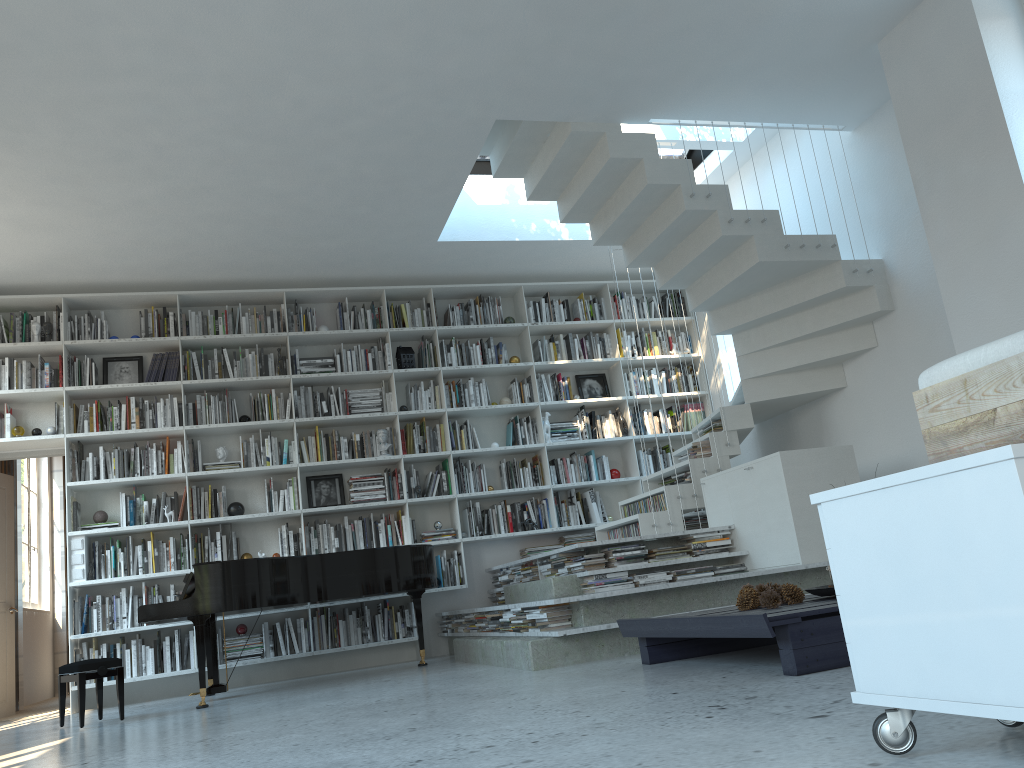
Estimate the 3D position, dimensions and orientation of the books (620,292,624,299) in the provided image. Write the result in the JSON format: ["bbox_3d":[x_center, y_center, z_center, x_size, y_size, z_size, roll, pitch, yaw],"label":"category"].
[{"bbox_3d":[1.055,-0.706,8.501,0.012,0.325,0.151,-4,-14,-18],"label":"books"}]

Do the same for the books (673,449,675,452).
[{"bbox_3d":[1.485,0.736,8.232,0.013,0.239,0.166,-4,-14,-18],"label":"books"}]

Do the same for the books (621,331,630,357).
[{"bbox_3d":[1.036,-0.343,8.284,0.026,0.262,0.189,-4,-14,-18],"label":"books"}]

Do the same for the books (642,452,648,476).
[{"bbox_3d":[1.189,0.754,8.131,0.037,0.235,0.153,-4,-14,-18],"label":"books"}]

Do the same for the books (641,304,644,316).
[{"bbox_3d":[1.231,-0.666,8.551,0.014,0.225,0.133,-4,-14,-18],"label":"books"}]

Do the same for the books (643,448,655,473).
[{"bbox_3d":[1.260,0.738,8.172,0.024,0.266,0.133,-4,-14,-18],"label":"books"}]

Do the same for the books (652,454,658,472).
[{"bbox_3d":[1.289,0.763,8.167,0.025,0.207,0.149,-4,-14,-18],"label":"books"}]

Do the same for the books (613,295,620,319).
[{"bbox_3d":[0.984,-0.686,8.459,0.013,0.285,0.151,-4,-14,-18],"label":"books"}]

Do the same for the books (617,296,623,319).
[{"bbox_3d":[1.000,-0.682,8.448,0.012,0.268,0.185,-4,-14,-18],"label":"books"}]

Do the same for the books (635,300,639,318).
[{"bbox_3d":[1.174,-0.673,8.515,0.011,0.236,0.148,-4,-14,-18],"label":"books"}]

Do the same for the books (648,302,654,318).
[{"bbox_3d":[1.328,-0.669,8.564,0.057,0.211,0.163,-4,-14,-18],"label":"books"}]

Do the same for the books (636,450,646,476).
[{"bbox_3d":[1.161,0.746,8.116,0.024,0.251,0.176,-4,-14,-18],"label":"books"}]

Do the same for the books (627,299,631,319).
[{"bbox_3d":[1.085,-0.678,8.494,0.014,0.259,0.168,-4,-14,-18],"label":"books"}]

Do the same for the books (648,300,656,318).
[{"bbox_3d":[1.355,-0.679,8.589,0.010,0.235,0.132,-4,-14,-18],"label":"books"}]

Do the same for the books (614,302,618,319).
[{"bbox_3d":[0.965,-0.651,8.459,0.025,0.222,0.137,-4,-14,-18],"label":"books"}]

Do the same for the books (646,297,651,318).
[{"bbox_3d":[1.290,-0.691,8.562,0.015,0.262,0.143,-4,-14,-18],"label":"books"}]

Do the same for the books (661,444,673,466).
[{"bbox_3d":[1.440,0.715,8.217,0.011,0.284,0.161,-4,-14,-18],"label":"books"}]

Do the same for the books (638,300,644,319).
[{"bbox_3d":[1.216,-0.675,8.530,0.025,0.236,0.144,-4,-14,-18],"label":"books"}]

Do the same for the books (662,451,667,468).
[{"bbox_3d":[1.385,0.746,8.196,0.014,0.230,0.172,-4,-14,-18],"label":"books"}]

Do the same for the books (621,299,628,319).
[{"bbox_3d":[1.049,-0.670,8.471,0.023,0.243,0.183,-4,-14,-18],"label":"books"}]

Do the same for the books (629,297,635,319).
[{"bbox_3d":[1.129,-0.680,8.505,0.022,0.258,0.163,-4,-14,-18],"label":"books"}]

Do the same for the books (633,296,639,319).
[{"bbox_3d":[1.152,-0.684,8.514,0.029,0.263,0.179,-4,-14,-18],"label":"books"}]

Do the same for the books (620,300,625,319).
[{"bbox_3d":[1.018,-0.663,8.452,0.022,0.228,0.175,-4,-14,-18],"label":"books"}]

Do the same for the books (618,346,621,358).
[{"bbox_3d":[0.963,-0.346,8.298,0.036,0.293,0.135,-4,-14,-18],"label":"books"}]

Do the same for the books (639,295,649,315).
[{"bbox_3d":[1.274,-0.699,8.565,0.012,0.284,0.160,-4,-14,-18],"label":"books"}]

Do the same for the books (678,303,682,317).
[{"bbox_3d":[1.602,-0.674,8.638,0.036,0.182,0.162,-4,-14,-18],"label":"books"}]

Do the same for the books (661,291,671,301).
[{"bbox_3d":[1.522,-0.729,8.642,0.014,0.312,0.162,-4,-14,-18],"label":"books"}]

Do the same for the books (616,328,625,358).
[{"bbox_3d":[0.991,-0.354,8.283,0.010,0.293,0.183,-4,-14,-18],"label":"books"}]

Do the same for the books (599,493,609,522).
[{"bbox_3d":[0.792,1.116,7.919,0.062,0.273,0.148,-4,-14,-18],"label":"books"}]

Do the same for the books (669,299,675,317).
[{"bbox_3d":[1.522,-0.687,8.606,0.012,0.215,0.193,-4,-14,-18],"label":"books"}]

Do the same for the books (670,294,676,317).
[{"bbox_3d":[1.554,-0.720,8.654,0.012,0.291,0.140,-4,-14,-18],"label":"books"}]

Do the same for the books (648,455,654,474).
[{"bbox_3d":[1.245,0.766,8.140,0.029,0.201,0.173,-4,-14,-18],"label":"books"}]

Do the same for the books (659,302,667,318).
[{"bbox_3d":[1.442,-0.671,8.581,0.024,0.192,0.187,-4,-14,-18],"label":"books"}]

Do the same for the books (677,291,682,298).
[{"bbox_3d":[1.649,-0.737,8.692,0.014,0.318,0.144,-4,-14,-18],"label":"books"}]

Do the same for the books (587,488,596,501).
[{"bbox_3d":[0.726,1.098,7.918,0.012,0.325,0.136,-4,-14,-18],"label":"books"}]

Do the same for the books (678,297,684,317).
[{"bbox_3d":[1.621,-0.705,8.656,0.014,0.247,0.185,-4,-14,-18],"label":"books"}]

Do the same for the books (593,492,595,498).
[{"bbox_3d":[0.719,1.117,7.905,0.012,0.284,0.160,-4,-14,-18],"label":"books"}]

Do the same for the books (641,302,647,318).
[{"bbox_3d":[1.255,-0.662,8.542,0.026,0.207,0.163,-4,-14,-18],"label":"books"}]

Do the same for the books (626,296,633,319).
[{"bbox_3d":[1.103,-0.686,8.503,0.027,0.275,0.148,-4,-14,-18],"label":"books"}]

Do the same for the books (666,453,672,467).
[{"bbox_3d":[1.432,0.752,8.195,0.021,0.205,0.175,-4,-14,-18],"label":"books"}]

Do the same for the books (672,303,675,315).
[{"bbox_3d":[1.542,-0.685,8.644,0.021,0.222,0.131,-4,-14,-18],"label":"books"}]

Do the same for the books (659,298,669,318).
[{"bbox_3d":[1.477,-0.695,8.616,0.068,0.246,0.161,-4,-14,-18],"label":"books"}]

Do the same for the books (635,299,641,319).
[{"bbox_3d":[1.188,-0.677,8.531,0.027,0.249,0.155,-4,-14,-18],"label":"books"}]

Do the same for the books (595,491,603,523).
[{"bbox_3d":[0.752,1.110,7.899,0.025,0.286,0.160,-4,-14,-18],"label":"books"}]

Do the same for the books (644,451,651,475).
[{"bbox_3d":[1.216,0.750,8.141,0.022,0.241,0.151,-4,-14,-18],"label":"books"}]

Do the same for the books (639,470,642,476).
[{"bbox_3d":[1.103,0.742,8.116,0.085,0.277,0.160,-4,-14,-18],"label":"books"}]

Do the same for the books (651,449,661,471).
[{"bbox_3d":[1.319,0.735,8.155,0.027,0.248,0.184,-4,-14,-18],"label":"books"}]

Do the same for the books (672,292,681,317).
[{"bbox_3d":[1.576,-0.726,8.629,0.014,0.286,0.190,-4,-14,-18],"label":"books"}]

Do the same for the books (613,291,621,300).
[{"bbox_3d":[1.022,-0.707,8.489,0.014,0.330,0.143,-4,-14,-18],"label":"books"}]

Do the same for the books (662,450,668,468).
[{"bbox_3d":[1.399,0.743,8.218,0.027,0.241,0.132,-4,-14,-18],"label":"books"}]

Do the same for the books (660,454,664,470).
[{"bbox_3d":[1.353,0.763,8.188,0.027,0.200,0.164,-4,-14,-18],"label":"books"}]

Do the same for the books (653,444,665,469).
[{"bbox_3d":[1.367,0.716,8.205,0.013,0.296,0.141,-4,-14,-18],"label":"books"}]

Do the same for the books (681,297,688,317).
[{"bbox_3d":[1.644,-0.705,8.648,0.025,0.237,0.188,-4,-14,-18],"label":"books"}]

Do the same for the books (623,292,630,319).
[{"bbox_3d":[1.072,-0.701,8.488,0.012,0.305,0.185,-4,-14,-18],"label":"books"}]

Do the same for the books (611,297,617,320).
[{"bbox_3d":[0.943,-0.677,8.448,0.022,0.274,0.160,-4,-14,-18],"label":"books"}]

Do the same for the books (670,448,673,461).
[{"bbox_3d":[1.471,0.731,8.234,0.012,0.253,0.161,-4,-14,-18],"label":"books"}]

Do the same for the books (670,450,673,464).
[{"bbox_3d":[1.453,0.739,8.222,0.014,0.237,0.146,-4,-14,-18],"label":"books"}]

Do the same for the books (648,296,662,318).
[{"bbox_3d":[1.385,-0.702,8.601,0.069,0.276,0.132,-4,-14,-18],"label":"books"}]

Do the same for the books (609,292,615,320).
[{"bbox_3d":[0.919,-0.698,8.432,0.011,0.312,0.173,-4,-14,-18],"label":"books"}]

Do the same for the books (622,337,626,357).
[{"bbox_3d":[1.013,-0.312,8.278,0.024,0.205,0.166,-4,-14,-18],"label":"books"}]
